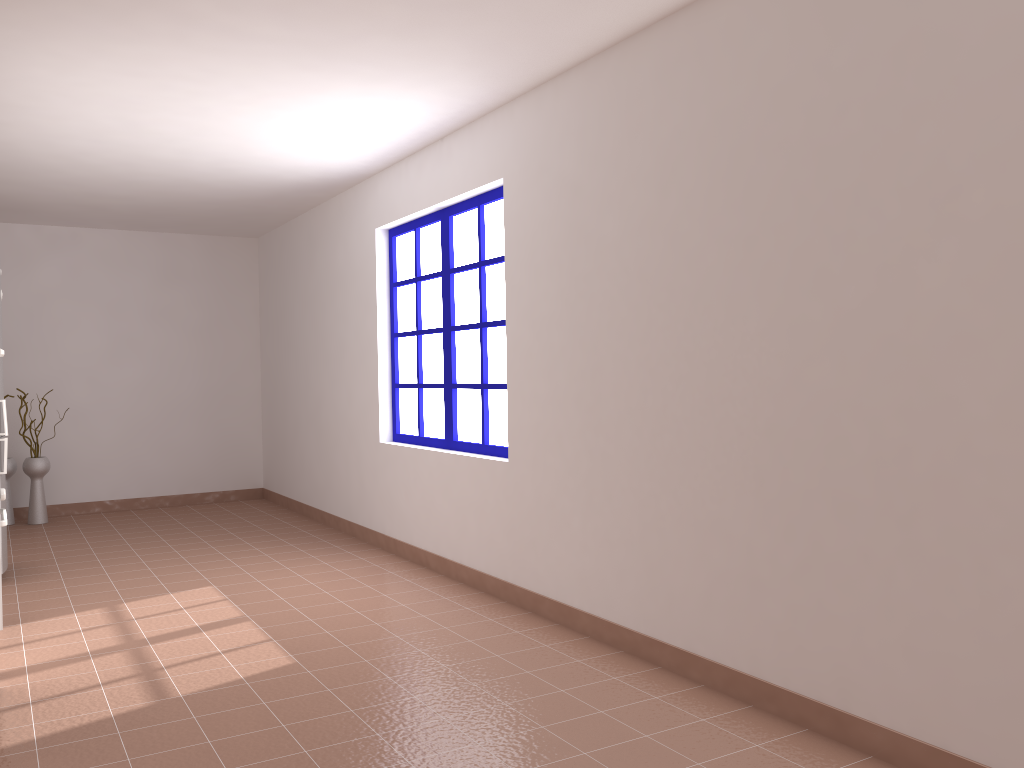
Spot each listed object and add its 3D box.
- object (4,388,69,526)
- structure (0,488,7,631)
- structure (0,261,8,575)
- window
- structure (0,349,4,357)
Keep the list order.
[{"bbox_3d":[-3.919,0.587,7.235,0.655,1.112,0.284,-1,1,-11],"label":"object"},{"bbox_3d":[-2.339,0.760,4.053,0.058,0.592,0.596,-1,1,-30],"label":"structure"},{"bbox_3d":[-3.086,0.166,5.329,0.089,1.862,0.604,-1,1,-30],"label":"structure"},{"bbox_3d":[-0.374,-0.325,5.266,0.035,1.430,1.699,-1,1,-30],"label":"window"},{"bbox_3d":[-2.348,-0.089,4.043,0.056,0.454,0.614,-1,1,-30],"label":"structure"}]
